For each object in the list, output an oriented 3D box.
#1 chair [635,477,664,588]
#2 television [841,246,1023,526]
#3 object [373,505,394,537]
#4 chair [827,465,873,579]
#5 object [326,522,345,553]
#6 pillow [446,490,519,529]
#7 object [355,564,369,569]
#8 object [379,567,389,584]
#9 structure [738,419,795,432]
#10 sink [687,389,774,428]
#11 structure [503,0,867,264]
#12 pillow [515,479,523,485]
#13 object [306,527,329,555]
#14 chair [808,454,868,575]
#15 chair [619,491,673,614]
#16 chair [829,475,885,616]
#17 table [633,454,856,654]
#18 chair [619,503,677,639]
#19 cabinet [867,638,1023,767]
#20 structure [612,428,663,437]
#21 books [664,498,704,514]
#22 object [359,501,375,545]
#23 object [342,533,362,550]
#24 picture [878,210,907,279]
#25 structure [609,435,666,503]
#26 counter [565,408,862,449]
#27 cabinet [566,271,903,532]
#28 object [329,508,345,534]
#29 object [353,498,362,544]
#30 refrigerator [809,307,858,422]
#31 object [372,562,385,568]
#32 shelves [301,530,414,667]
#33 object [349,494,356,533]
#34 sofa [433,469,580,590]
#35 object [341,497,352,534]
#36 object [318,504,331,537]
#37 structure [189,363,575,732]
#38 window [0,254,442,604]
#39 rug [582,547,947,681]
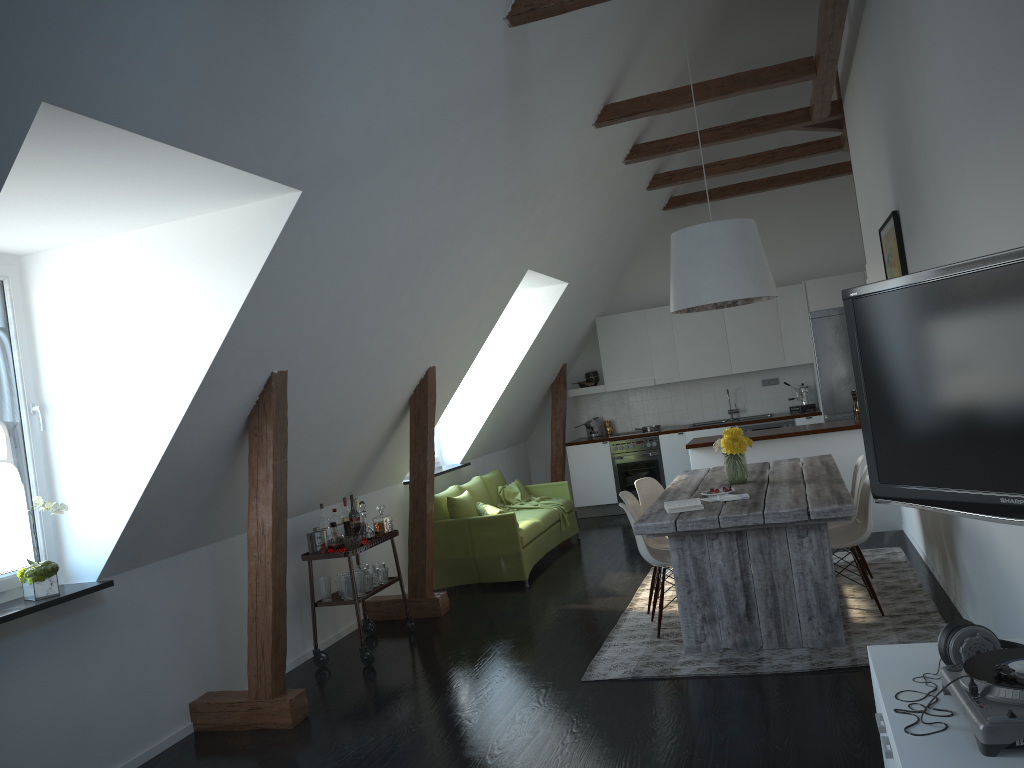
[{"bbox_3d":[1.228,1.085,6.548,0.542,0.801,0.465,-9,-1,43],"label":"chair"},{"bbox_3d":[1.415,-0.016,2.211,0.537,0.652,1.005,-8,-1,-18],"label":"television"},{"bbox_3d":[-0.913,0.966,6.262,0.101,0.211,0.101,-9,-1,32],"label":"object"},{"bbox_3d":[2.144,0.944,5.847,0.542,0.801,0.465,-8,-1,23],"label":"chair"},{"bbox_3d":[-1.140,0.993,5.717,0.087,0.206,0.087,-9,-1,42],"label":"object"},{"bbox_3d":[-0.219,1.099,7.635,0.600,0.387,0.475,-8,-1,14],"label":"pillow"},{"bbox_3d":[-1.057,1.344,6.288,0.095,0.119,0.095,-8,-1,-21],"label":"object"},{"bbox_3d":[-0.896,1.330,6.148,0.092,0.099,0.092,-8,-1,-5],"label":"object"},{"bbox_3d":[2.954,0.780,10.114,0.612,0.725,0.582,-8,-1,17],"label":"structure"},{"bbox_3d":[2.546,0.323,10.378,0.963,0.519,0.671,-8,-1,17],"label":"sink"},{"bbox_3d":[2.423,-2.545,2.028,10.230,3.562,15.910,-8,-1,23],"label":"structure"},{"bbox_3d":[0.055,1.144,9.149,0.210,0.275,0.462,-8,-1,15],"label":"pillow"},{"bbox_3d":[-1.260,1.026,5.768,0.135,0.182,0.052,-7,-1,-36],"label":"object"},{"bbox_3d":[2.284,0.931,6.299,0.542,0.801,0.465,-8,-1,18],"label":"chair"},{"bbox_3d":[1.054,1.101,5.998,0.542,0.801,0.465,-8,-1,18],"label":"chair"},{"bbox_3d":[1.975,0.961,5.339,0.542,0.801,0.465,-8,-1,13],"label":"chair"},{"bbox_3d":[1.593,1.028,5.751,1.141,0.788,2.421,-8,-1,17],"label":"table"},{"bbox_3d":[0.986,1.103,5.474,0.542,0.801,0.465,-8,-1,3],"label":"chair"},{"bbox_3d":[1.407,1.149,2.532,0.623,0.507,1.069,-8,-1,17],"label":"cabinet"},{"bbox_3d":[1.504,0.603,10.631,0.574,0.041,0.504,-8,-1,17],"label":"structure"},{"bbox_3d":[0.980,0.691,5.071,0.202,0.042,0.251,-8,-1,5],"label":"books"},{"bbox_3d":[-0.991,0.934,5.973,0.114,0.292,0.114,-8,-1,-11],"label":"object"},{"bbox_3d":[-1.079,1.045,5.865,0.151,0.092,0.245,-7,-1,-44],"label":"object"},{"bbox_3d":[2.411,-0.427,5.484,0.036,1.181,0.808,-8,-1,17],"label":"picture"},{"bbox_3d":[1.567,0.989,10.638,0.583,0.725,0.749,-8,-1,17],"label":"structure"},{"bbox_3d":[1.989,0.517,9.320,3.365,0.038,3.085,-8,-1,17],"label":"counter"},{"bbox_3d":[2.364,0.179,9.221,4.208,2.369,3.033,-8,-1,17],"label":"cabinet"},{"bbox_3d":[-1.202,0.984,6.087,0.067,0.257,0.099,-8,-1,22],"label":"object"},{"bbox_3d":[-1.048,0.937,6.078,0.081,0.307,0.081,-8,-1,23],"label":"object"},{"bbox_3d":[3.670,0.096,9.600,0.609,1.868,0.031,-8,-1,17],"label":"refrigerator"},{"bbox_3d":[-0.933,1.326,6.252,0.095,0.119,0.095,-8,-1,-21],"label":"object"},{"bbox_3d":[-1.035,1.434,6.023,0.438,0.732,0.803,-8,-1,13],"label":"shelves"},{"bbox_3d":[-1.093,0.931,6.156,0.080,0.329,0.080,-8,-1,8],"label":"object"},{"bbox_3d":[-0.061,1.285,8.396,0.898,0.825,2.093,-8,-1,16],"label":"sofa"},{"bbox_3d":[-1.163,0.955,6.274,0.081,0.308,0.081,-8,-1,9],"label":"object"},{"bbox_3d":[-1.244,0.954,5.886,0.073,0.320,0.073,-8,-1,8],"label":"object"},{"bbox_3d":[-1.486,0.877,5.087,1.023,1.963,12.350,-8,-1,17],"label":"structure"},{"bbox_3d":[0.544,-1.545,4.551,5.959,4.249,8.018,-8,-1,17],"label":"window"},{"bbox_3d":[1.654,1.408,5.724,1.898,0.022,2.677,-8,-1,17],"label":"rug"}]
